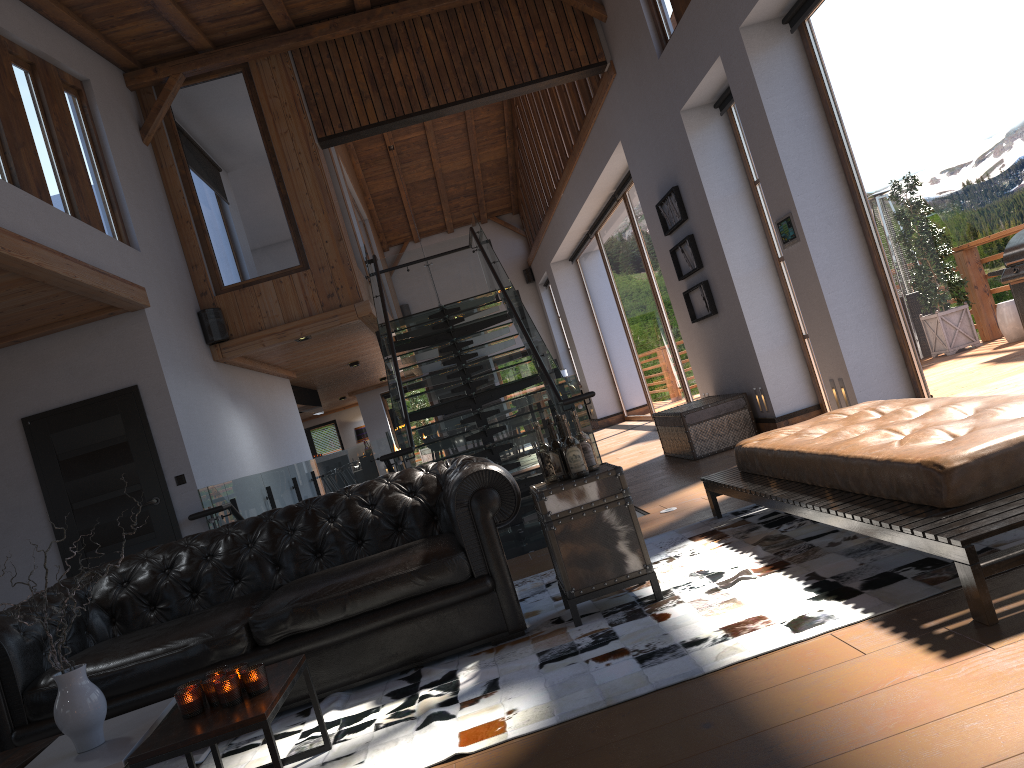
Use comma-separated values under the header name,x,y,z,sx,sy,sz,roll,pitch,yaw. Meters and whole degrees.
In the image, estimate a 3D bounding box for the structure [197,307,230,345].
name,x,y,z,sx,sy,sz,roll,pitch,yaw
structure,-3.020,-0.585,8.970,0.214,0.349,0.213,-17,-2,-5

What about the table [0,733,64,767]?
name,x,y,z,sx,sy,sz,roll,pitch,yaw
table,-1.725,1.447,2.783,0.400,0.350,0.650,-17,-1,1

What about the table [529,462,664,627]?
name,x,y,z,sx,sy,sz,roll,pitch,yaw
table,0.365,0.708,4.000,0.406,0.609,0.416,-17,-2,-5

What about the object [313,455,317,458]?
name,x,y,z,sx,sy,sz,roll,pitch,yaw
object,-3.876,1.436,17.406,0.078,0.081,0.080,-18,-2,40

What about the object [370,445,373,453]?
name,x,y,z,sx,sy,sz,roll,pitch,yaw
object,-3.513,1.572,21.837,0.210,0.270,0.286,-17,-1,-4

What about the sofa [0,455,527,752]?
name,x,y,z,sx,sy,sz,roll,pitch,yaw
sofa,-1.160,1.063,4.374,2.573,0.838,1.236,-17,-1,-6

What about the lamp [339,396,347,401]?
name,x,y,z,sx,sy,sz,roll,pitch,yaw
lamp,-4.149,0.349,21.731,0.155,0.068,0.260,-17,-1,-4

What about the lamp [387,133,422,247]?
name,x,y,z,sx,sy,sz,roll,pitch,yaw
lamp,-1.682,-2.638,16.288,0.613,4.685,0.630,-18,-2,40

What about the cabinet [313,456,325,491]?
name,x,y,z,sx,sy,sz,roll,pitch,yaw
cabinet,-3.536,1.917,15.906,0.891,1.104,4.789,-17,-1,-4

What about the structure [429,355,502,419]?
name,x,y,z,sx,sy,sz,roll,pitch,yaw
structure,-1.037,0.318,21.061,1.448,1.650,0.432,-17,-2,-5

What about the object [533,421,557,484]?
name,x,y,z,sx,sy,sz,roll,pitch,yaw
object,0.152,0.311,4.085,0.088,0.286,0.086,-16,-2,-28

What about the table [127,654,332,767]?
name,x,y,z,sx,sy,sz,roll,pitch,yaw
table,-0.871,1.187,2.856,0.401,0.350,0.648,-17,-1,-4

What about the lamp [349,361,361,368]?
name,x,y,z,sx,sy,sz,roll,pitch,yaw
lamp,-2.529,-0.320,14.262,0.155,0.068,0.260,-17,-1,-4

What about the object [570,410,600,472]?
name,x,y,z,sx,sy,sz,roll,pitch,yaw
object,0.317,0.260,4.032,0.087,0.286,0.087,-17,-2,8

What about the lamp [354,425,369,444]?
name,x,y,z,sx,sy,sz,roll,pitch,yaw
lamp,-3.683,1.905,26.054,1.646,1.699,0.518,-16,-2,-26

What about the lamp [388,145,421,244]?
name,x,y,z,sx,sy,sz,roll,pitch,yaw
lamp,-1.773,-2.574,17.872,0.613,4.685,0.630,-18,-2,40

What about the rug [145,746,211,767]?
name,x,y,z,sx,sy,sz,roll,pitch,yaw
rug,-2.348,1.798,2.632,2.436,0.053,4.035,-17,-1,-4

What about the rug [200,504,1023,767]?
name,x,y,z,sx,sy,sz,roll,pitch,yaw
rug,0.576,0.934,4.022,3.816,0.053,2.426,-17,-1,-4

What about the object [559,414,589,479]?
name,x,y,z,sx,sy,sz,roll,pitch,yaw
object,0.261,0.274,3.928,0.087,0.286,0.087,-17,-2,6

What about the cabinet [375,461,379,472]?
name,x,y,z,sx,sy,sz,roll,pitch,yaw
cabinet,-3.434,1.927,21.549,0.359,0.468,0.953,-17,-1,-4

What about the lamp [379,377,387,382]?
name,x,y,z,sx,sy,sz,roll,pitch,yaw
lamp,-2.832,-0.105,19.526,0.155,0.068,0.260,-17,-1,-4

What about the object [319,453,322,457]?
name,x,y,z,sx,sy,sz,roll,pitch,yaw
object,-3.918,1.466,18.136,0.078,0.081,0.080,-18,-2,40

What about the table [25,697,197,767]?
name,x,y,z,sx,sy,sz,roll,pitch,yaw
table,-1.287,1.313,2.790,0.402,0.350,0.647,-17,-1,-9

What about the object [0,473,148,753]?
name,x,y,z,sx,sy,sz,roll,pitch,yaw
object,-1.420,0.749,2.835,0.405,0.808,0.621,-17,-1,7

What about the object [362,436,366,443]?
name,x,y,z,sx,sy,sz,roll,pitch,yaw
object,-3.552,1.454,21.527,0.152,0.504,0.324,-17,-2,-5

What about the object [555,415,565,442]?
name,x,y,z,sx,sy,sz,roll,pitch,yaw
object,0.251,0.281,4.091,0.086,0.286,0.089,-18,-2,35

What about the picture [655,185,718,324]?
name,x,y,z,sx,sy,sz,roll,pitch,yaw
picture,1.761,-1.289,9.011,0.059,1.312,0.772,-17,-2,-4

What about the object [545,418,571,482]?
name,x,y,z,sx,sy,sz,roll,pitch,yaw
object,0.204,0.294,4.004,0.088,0.286,0.087,-16,-2,-27

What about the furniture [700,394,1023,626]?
name,x,y,z,sx,sy,sz,roll,pitch,yaw
furniture,1.768,0.366,3.950,1.178,0.437,2.753,-17,-1,-4

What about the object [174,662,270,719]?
name,x,y,z,sx,sy,sz,roll,pitch,yaw
object,-0.933,0.981,2.844,0.298,0.081,0.249,-18,-2,34

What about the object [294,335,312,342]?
name,x,y,z,sx,sy,sz,roll,pitch,yaw
object,-2.257,-0.513,9.542,0.155,0.068,0.260,-17,-1,-4

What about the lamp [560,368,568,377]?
name,x,y,z,sx,sy,sz,roll,pitch,yaw
lamp,1.094,-0.091,20.608,0.469,0.726,0.471,-17,-2,5

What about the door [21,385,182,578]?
name,x,y,z,sx,sy,sz,roll,pitch,yaw
door,-3.212,1.125,7.184,0.943,2.055,0.143,-17,-2,-5

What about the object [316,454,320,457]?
name,x,y,z,sx,sy,sz,roll,pitch,yaw
object,-3.897,1.451,17.771,0.078,0.081,0.080,-18,-2,40

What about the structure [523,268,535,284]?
name,x,y,z,sx,sy,sz,roll,pitch,yaw
structure,0.409,-2.619,21.455,0.214,0.349,0.213,-17,-2,-5

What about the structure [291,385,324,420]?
name,x,y,z,sx,sy,sz,roll,pitch,yaw
structure,-4.004,0.379,15.764,0.712,0.476,3.242,-17,-1,-4

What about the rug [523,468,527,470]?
name,x,y,z,sx,sy,sz,roll,pitch,yaw
rug,-0.411,1.543,16.285,2.557,0.047,5.618,-17,-1,-4

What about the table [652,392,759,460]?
name,x,y,z,sx,sy,sz,roll,pitch,yaw
table,1.916,0.420,8.905,0.686,0.470,1.251,-17,-1,-4

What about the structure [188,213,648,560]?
name,x,y,z,sx,sy,sz,roll,pitch,yaw
structure,1.599,0.416,11.489,9.232,6.399,10.999,-17,-1,-4

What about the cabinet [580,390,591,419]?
name,x,y,z,sx,sy,sz,roll,pitch,yaw
cabinet,1.362,0.536,20.060,0.403,0.655,1.862,-17,-1,-4
